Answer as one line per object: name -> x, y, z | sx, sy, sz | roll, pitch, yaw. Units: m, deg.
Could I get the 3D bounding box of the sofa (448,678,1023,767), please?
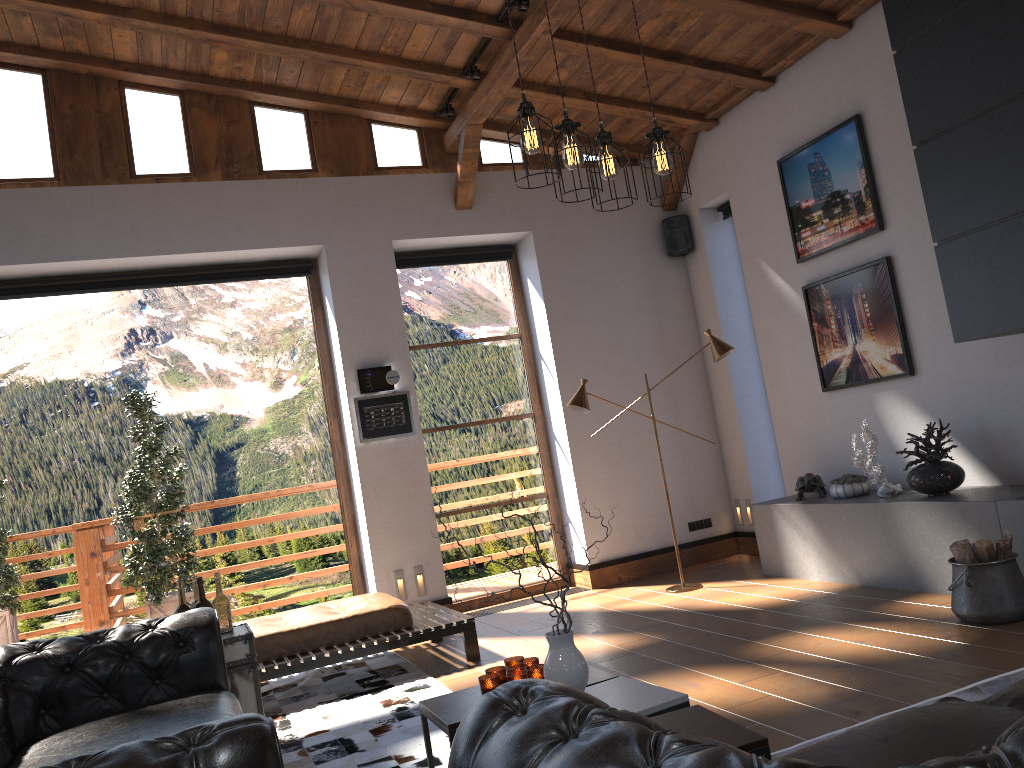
sofa -> 1.280, 0.714, 1.608 | 2.590, 0.839, 1.227 | -8, -5, -23

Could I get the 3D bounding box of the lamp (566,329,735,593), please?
lamp -> 1.143, 0.612, 6.715 | 1.323, 1.900, 0.526 | -9, -5, -2

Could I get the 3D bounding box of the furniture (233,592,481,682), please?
furniture -> -1.705, 1.740, 5.528 | 2.784, 0.437, 1.164 | -8, -5, -22

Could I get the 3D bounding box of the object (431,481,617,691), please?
object -> 0.088, 0.674, 2.937 | 0.623, 0.809, 0.404 | -9, -5, -11

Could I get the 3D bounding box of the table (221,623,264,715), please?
table -> -1.394, 1.489, 4.149 | 0.421, 0.610, 0.401 | -8, -5, -22

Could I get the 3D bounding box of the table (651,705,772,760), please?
table -> 0.346, 1.179, 2.427 | 0.655, 0.350, 0.397 | -8, -5, -17

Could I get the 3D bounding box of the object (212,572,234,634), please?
object -> -1.393, 1.045, 4.242 | 0.088, 0.286, 0.087 | -8, -5, -12

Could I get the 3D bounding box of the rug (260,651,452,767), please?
rug -> -1.410, 1.782, 4.244 | 2.453, 0.053, 3.772 | -8, -5, -21

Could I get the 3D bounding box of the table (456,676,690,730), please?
table -> 0.221, 1.235, 2.859 | 0.657, 0.350, 0.396 | -7, -5, -27

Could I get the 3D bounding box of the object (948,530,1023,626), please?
object -> 2.397, 0.972, 4.478 | 0.383, 0.431, 0.384 | -10, -5, 4

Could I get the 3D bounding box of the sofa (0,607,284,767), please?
sofa -> -1.360, 1.238, 2.555 | 1.251, 0.839, 2.540 | -8, -5, -22

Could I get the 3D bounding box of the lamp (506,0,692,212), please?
lamp -> 0.175, -1.794, 3.587 | 0.812, 2.203, 0.258 | -6, -6, -31

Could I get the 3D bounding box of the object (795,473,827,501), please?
object -> 2.191, 0.749, 6.534 | 0.224, 0.183, 0.409 | -12, -5, 22

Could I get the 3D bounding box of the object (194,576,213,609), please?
object -> -1.450, 1.048, 4.160 | 0.089, 0.286, 0.086 | -5, -7, -44

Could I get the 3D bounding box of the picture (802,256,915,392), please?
picture -> 2.429, -0.396, 6.295 | 0.036, 0.817, 0.871 | -8, -5, -21

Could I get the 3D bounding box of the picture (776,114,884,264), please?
picture -> 2.264, -1.374, 6.383 | 0.036, 0.817, 0.871 | -8, -5, -21

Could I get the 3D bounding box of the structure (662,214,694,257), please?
structure -> 1.512, -1.347, 8.076 | 0.215, 0.350, 0.211 | -8, -5, -22

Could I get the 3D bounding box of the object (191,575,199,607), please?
object -> -1.506, 1.066, 4.264 | 0.088, 0.286, 0.087 | -9, -5, -9

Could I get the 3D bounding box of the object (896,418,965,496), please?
object -> 2.576, 0.453, 5.447 | 0.333, 0.455, 0.342 | -10, -5, 3

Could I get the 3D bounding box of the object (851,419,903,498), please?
object -> 2.361, 0.492, 5.824 | 0.256, 0.533, 0.432 | -13, -6, 37

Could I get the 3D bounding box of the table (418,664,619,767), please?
table -> 0.046, 1.296, 3.252 | 0.656, 0.350, 0.396 | -8, -5, -22

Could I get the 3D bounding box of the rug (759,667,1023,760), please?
rug -> 0.690, 1.229, 1.796 | 4.080, 0.053, 2.408 | -8, -5, -22

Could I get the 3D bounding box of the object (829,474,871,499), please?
object -> 2.347, 0.706, 6.177 | 0.261, 0.161, 0.278 | -8, -5, -20

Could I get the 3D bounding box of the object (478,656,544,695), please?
object -> 0.028, 1.082, 3.277 | 0.245, 0.081, 0.304 | -11, -5, 17

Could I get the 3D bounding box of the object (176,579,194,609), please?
object -> -1.545, 1.066, 4.178 | 0.087, 0.286, 0.088 | -11, -5, 18

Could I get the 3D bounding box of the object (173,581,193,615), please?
object -> -1.512, 1.053, 4.082 | 0.088, 0.286, 0.086 | -4, -7, -45
